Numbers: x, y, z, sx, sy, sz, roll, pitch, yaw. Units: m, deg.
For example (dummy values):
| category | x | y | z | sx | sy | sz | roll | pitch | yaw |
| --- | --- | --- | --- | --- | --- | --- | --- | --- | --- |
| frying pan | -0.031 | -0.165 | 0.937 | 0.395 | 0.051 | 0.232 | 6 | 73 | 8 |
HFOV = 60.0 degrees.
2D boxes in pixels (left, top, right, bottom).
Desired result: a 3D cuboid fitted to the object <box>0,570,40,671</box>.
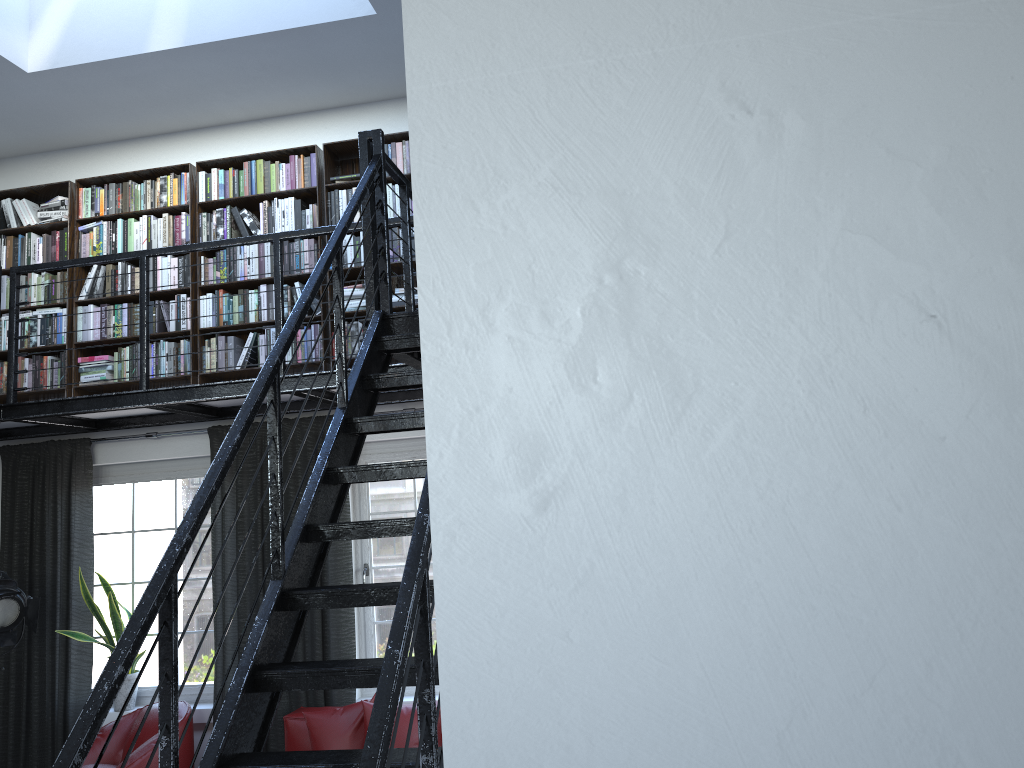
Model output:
| category | x | y | z | sx | sy | sz | roll | pitch | yaw |
| --- | --- | --- | --- | --- | --- | --- | --- | --- | --- |
| object | -1.943 | 1.830 | 5.336 | 2.906 | 1.588 | 0.748 | -3 | -10 | -6 |

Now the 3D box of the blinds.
| category | x | y | z | sx | sy | sz | roll | pitch | yaw |
| --- | --- | --- | --- | --- | --- | --- | --- | --- | --- |
| blinds | -2.228 | 1.477 | 5.695 | 2.506 | 2.401 | 0.124 | -6 | -10 | 9 |

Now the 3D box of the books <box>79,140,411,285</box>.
| category | x | y | z | sx | sy | sz | roll | pitch | yaw |
| --- | --- | --- | --- | --- | --- | --- | --- | --- | --- |
| books | -1.651 | -1.075 | 5.926 | 2.635 | 0.833 | 0.212 | -6 | -10 | 9 |

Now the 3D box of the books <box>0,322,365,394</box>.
| category | x | y | z | sx | sy | sz | roll | pitch | yaw |
| --- | --- | --- | --- | --- | --- | --- | --- | --- | --- |
| books | -1.730 | -0.855 | 5.398 | 4.432 | 1.438 | 1.278 | -6 | -9 | 11 |

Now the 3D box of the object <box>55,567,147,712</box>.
| category | x | y | z | sx | sy | sz | roll | pitch | yaw |
| --- | --- | --- | --- | --- | --- | --- | --- | --- | --- |
| object | -2.688 | 1.640 | 5.708 | 0.552 | 0.946 | 0.523 | -8 | -10 | 20 |

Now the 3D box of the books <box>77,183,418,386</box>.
| category | x | y | z | sx | sy | sz | roll | pitch | yaw |
| --- | --- | --- | --- | --- | --- | --- | --- | --- | --- |
| books | -1.248 | -0.678 | 5.793 | 3.389 | 1.129 | 0.239 | -6 | -10 | 9 |

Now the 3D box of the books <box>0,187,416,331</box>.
| category | x | y | z | sx | sy | sz | roll | pitch | yaw |
| --- | --- | --- | --- | --- | --- | --- | --- | --- | --- |
| books | -1.628 | -0.783 | 5.862 | 4.438 | 1.405 | 0.240 | -6 | -10 | 10 |

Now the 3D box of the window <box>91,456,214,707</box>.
| category | x | y | z | sx | sy | sz | roll | pitch | yaw |
| --- | --- | --- | --- | --- | --- | --- | --- | --- | --- |
| window | -2.411 | 1.323 | 5.970 | 1.166 | 1.615 | 0.132 | -6 | -10 | 9 |

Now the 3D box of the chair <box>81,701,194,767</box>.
| category | x | y | z | sx | sy | sz | roll | pitch | yaw |
| --- | --- | --- | --- | --- | --- | --- | --- | --- | --- |
| chair | -2.261 | 2.263 | 5.076 | 0.830 | 0.716 | 0.826 | 1 | -10 | -29 |

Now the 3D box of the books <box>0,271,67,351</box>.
| category | x | y | z | sx | sy | sz | roll | pitch | yaw |
| --- | --- | --- | --- | --- | --- | --- | --- | --- | --- |
| books | -1.628 | -0.794 | 5.868 | 4.433 | 1.421 | 0.226 | -6 | -10 | 9 |

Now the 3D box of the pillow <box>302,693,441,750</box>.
| category | x | y | z | sx | sy | sz | roll | pitch | yaw |
| --- | --- | --- | --- | --- | --- | --- | --- | --- | --- |
| pillow | -0.213 | 1.842 | 4.562 | 0.982 | 0.404 | 1.947 | 2 | -10 | -38 |

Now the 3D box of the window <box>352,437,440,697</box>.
| category | x | y | z | sx | sy | sz | roll | pitch | yaw |
| --- | --- | --- | --- | --- | --- | --- | --- | --- | --- |
| window | -0.442 | 1.134 | 5.646 | 1.166 | 1.615 | 0.132 | -6 | -10 | 9 |

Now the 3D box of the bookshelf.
| category | x | y | z | sx | sy | sz | roll | pitch | yaw |
| --- | --- | --- | --- | --- | --- | --- | --- | --- | --- |
| bookshelf | -1.857 | -0.886 | 4.524 | 4.473 | 1.626 | 3.072 | -6 | -8 | 9 |

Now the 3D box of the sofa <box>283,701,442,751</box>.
| category | x | y | z | sx | sy | sz | roll | pitch | yaw |
| --- | --- | --- | --- | --- | --- | --- | --- | --- | --- |
| sofa | -0.773 | 2.003 | 3.690 | 2.540 | 0.660 | 3.262 | -6 | -8 | 9 |

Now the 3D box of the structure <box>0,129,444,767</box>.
| category | x | y | z | sx | sy | sz | roll | pitch | yaw |
| --- | --- | --- | --- | --- | --- | --- | --- | --- | --- |
| structure | -1.876 | 0.668 | 3.494 | 4.486 | 3.375 | 4.590 | -6 | -9 | 9 |
